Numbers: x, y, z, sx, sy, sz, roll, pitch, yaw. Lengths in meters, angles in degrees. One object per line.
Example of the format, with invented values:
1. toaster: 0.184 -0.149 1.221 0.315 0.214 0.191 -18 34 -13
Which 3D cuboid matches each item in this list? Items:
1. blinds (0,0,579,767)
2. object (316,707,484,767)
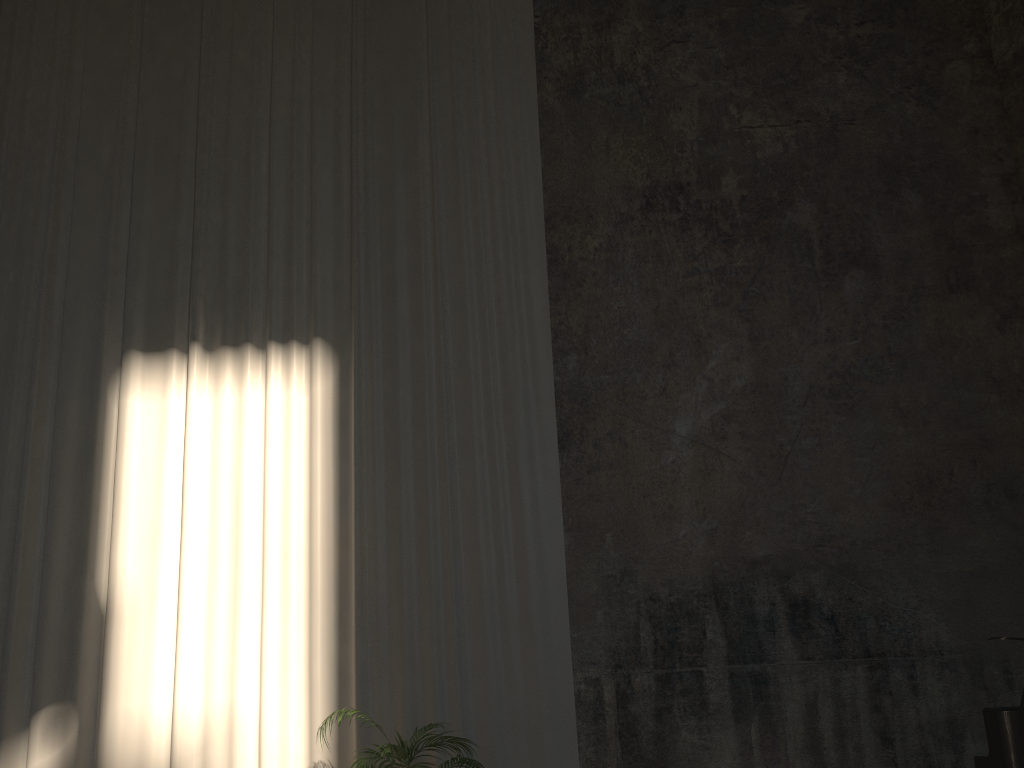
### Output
1. blinds: -3.552 -0.183 7.377 7.827 8.364 0.283 -4 -14 5
2. object: -0.680 2.815 5.669 1.128 1.408 1.131 -1 -17 -5
